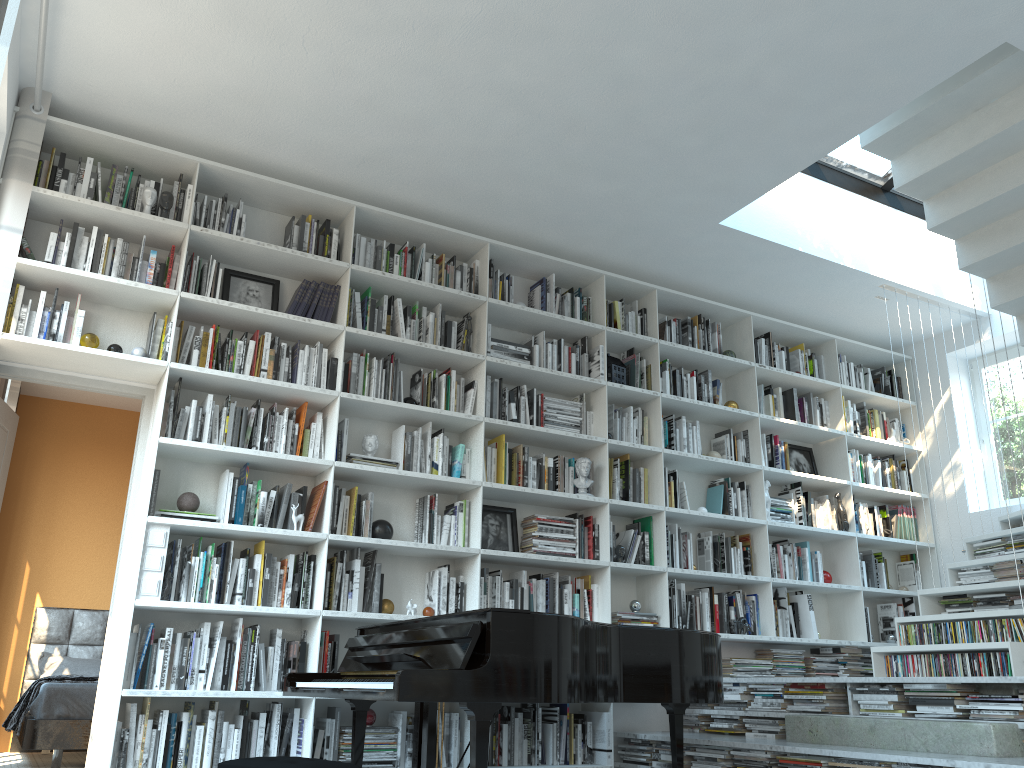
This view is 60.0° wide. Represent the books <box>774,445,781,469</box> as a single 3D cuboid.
[{"bbox_3d":[1.817,0.549,6.236,0.013,0.206,0.190,11,-21,-27],"label":"books"}]

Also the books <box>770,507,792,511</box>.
[{"bbox_3d":[1.776,0.875,6.130,0.285,0.012,0.160,12,-22,-30],"label":"books"}]

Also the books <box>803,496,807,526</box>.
[{"bbox_3d":[1.990,0.921,6.226,0.030,0.235,0.179,11,-21,-27],"label":"books"}]

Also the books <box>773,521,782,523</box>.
[{"bbox_3d":[1.772,0.966,6.096,0.254,0.012,0.161,13,-22,-31],"label":"books"}]

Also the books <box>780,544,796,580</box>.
[{"bbox_3d":[1.838,1.225,6.021,0.028,0.254,0.192,11,-21,-27],"label":"books"}]

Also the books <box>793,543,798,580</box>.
[{"bbox_3d":[1.865,1.229,6.040,0.012,0.261,0.187,11,-21,-27],"label":"books"}]

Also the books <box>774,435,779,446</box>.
[{"bbox_3d":[1.824,0.518,6.264,0.014,0.284,0.176,11,-21,-27],"label":"books"}]

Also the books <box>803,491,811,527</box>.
[{"bbox_3d":[2.039,0.911,6.263,0.059,0.281,0.167,11,-21,-27],"label":"books"}]

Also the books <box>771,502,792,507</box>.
[{"bbox_3d":[1.775,0.842,6.143,0.285,0.012,0.160,10,-21,-25],"label":"books"}]

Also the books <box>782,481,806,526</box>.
[{"bbox_3d":[1.977,0.867,6.226,0.010,0.338,0.180,11,-21,-27],"label":"books"}]

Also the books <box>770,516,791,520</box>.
[{"bbox_3d":[1.771,0.932,6.111,0.254,0.012,0.161,10,-21,-25],"label":"books"}]

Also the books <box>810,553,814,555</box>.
[{"bbox_3d":[2.038,1.294,6.153,0.037,0.218,0.140,11,-21,-27],"label":"books"}]

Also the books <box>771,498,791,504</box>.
[{"bbox_3d":[1.776,0.819,6.151,0.285,0.012,0.160,12,-22,-29],"label":"books"}]

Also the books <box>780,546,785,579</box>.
[{"bbox_3d":[1.768,1.228,6.009,0.026,0.238,0.177,11,-21,-27],"label":"books"}]

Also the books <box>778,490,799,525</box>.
[{"bbox_3d":[1.944,0.897,6.230,0.012,0.284,0.160,11,-21,-27],"label":"books"}]

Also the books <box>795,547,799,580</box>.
[{"bbox_3d":[1.889,1.250,6.076,0.026,0.245,0.166,11,-21,-27],"label":"books"}]

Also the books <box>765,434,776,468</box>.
[{"bbox_3d":[1.783,0.509,6.245,0.012,0.286,0.177,11,-21,-27],"label":"books"}]

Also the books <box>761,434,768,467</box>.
[{"bbox_3d":[1.728,0.505,6.231,0.012,0.284,0.160,11,-21,-27],"label":"books"}]

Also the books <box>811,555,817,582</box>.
[{"bbox_3d":[2.016,1.292,6.122,0.030,0.200,0.190,11,-21,-27],"label":"books"}]

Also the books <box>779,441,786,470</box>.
[{"bbox_3d":[1.866,0.542,6.285,0.021,0.252,0.167,11,-21,-27],"label":"books"}]

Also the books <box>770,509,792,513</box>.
[{"bbox_3d":[1.778,0.885,6.123,0.254,0.012,0.161,9,-21,-22],"label":"books"}]

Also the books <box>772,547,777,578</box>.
[{"bbox_3d":[1.719,1.223,5.970,0.011,0.222,0.163,11,-21,-27],"label":"books"}]

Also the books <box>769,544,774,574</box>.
[{"bbox_3d":[1.698,1.212,5.976,0.024,0.246,0.143,11,-21,-27],"label":"books"}]

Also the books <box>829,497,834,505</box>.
[{"bbox_3d":[2.295,0.970,6.422,0.029,0.282,0.139,11,-21,-27],"label":"books"}]

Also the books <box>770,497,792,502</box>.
[{"bbox_3d":[1.776,0.807,6.155,0.285,0.012,0.160,10,-21,-25],"label":"books"}]

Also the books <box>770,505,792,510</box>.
[{"bbox_3d":[1.775,0.864,6.136,0.285,0.012,0.160,10,-21,-25],"label":"books"}]

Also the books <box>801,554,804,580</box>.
[{"bbox_3d":[1.938,1.258,6.109,0.012,0.253,0.161,11,-21,-27],"label":"books"}]

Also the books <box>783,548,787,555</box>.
[{"bbox_3d":[1.809,1.240,6.027,0.012,0.228,0.179,11,-21,-27],"label":"books"}]

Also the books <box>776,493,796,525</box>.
[{"bbox_3d":[1.911,0.901,6.197,0.012,0.253,0.161,11,-21,-27],"label":"books"}]

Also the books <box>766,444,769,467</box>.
[{"bbox_3d":[1.747,0.520,6.249,0.043,0.268,0.131,11,-21,-27],"label":"books"}]

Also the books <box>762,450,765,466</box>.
[{"bbox_3d":[1.694,0.494,6.207,0.065,0.288,0.146,11,-21,-27],"label":"books"}]

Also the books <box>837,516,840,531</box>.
[{"bbox_3d":[2.283,1.007,6.369,0.027,0.178,0.166,11,-21,-27],"label":"books"}]

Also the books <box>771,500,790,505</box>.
[{"bbox_3d":[1.776,0.830,6.147,0.254,0.012,0.161,10,-21,-25],"label":"books"}]

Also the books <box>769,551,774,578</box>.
[{"bbox_3d":[1.672,1.204,5.950,0.047,0.243,0.177,11,-21,-27],"label":"books"}]

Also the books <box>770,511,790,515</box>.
[{"bbox_3d":[1.770,0.899,6.127,0.254,0.012,0.161,11,-21,-27],"label":"books"}]

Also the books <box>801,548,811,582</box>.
[{"bbox_3d":[1.965,1.259,6.095,0.023,0.243,0.190,11,-21,-27],"label":"books"}]

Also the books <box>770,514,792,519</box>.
[{"bbox_3d":[1.772,0.921,6.116,0.285,0.012,0.160,12,-22,-29],"label":"books"}]

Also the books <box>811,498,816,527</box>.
[{"bbox_3d":[2.084,0.941,6.287,0.031,0.241,0.147,11,-21,-27],"label":"books"}]

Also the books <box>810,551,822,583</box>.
[{"bbox_3d":[2.069,1.289,6.163,0.025,0.234,0.181,11,-21,-27],"label":"books"}]

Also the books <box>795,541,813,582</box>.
[{"bbox_3d":[1.985,1.242,6.116,0.026,0.289,0.181,11,-21,-27],"label":"books"}]

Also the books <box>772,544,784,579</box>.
[{"bbox_3d":[1.745,1.215,5.981,0.045,0.245,0.186,11,-21,-27],"label":"books"}]

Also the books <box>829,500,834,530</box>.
[{"bbox_3d":[2.214,0.964,6.341,0.041,0.238,0.177,11,-21,-27],"label":"books"}]

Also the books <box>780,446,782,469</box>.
[{"bbox_3d":[1.842,0.557,6.266,0.033,0.212,0.153,11,-21,-27],"label":"books"}]

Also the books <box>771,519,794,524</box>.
[{"bbox_3d":[1.774,0.953,6.098,0.285,0.012,0.160,9,-21,-22],"label":"books"}]

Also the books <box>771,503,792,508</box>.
[{"bbox_3d":[1.779,0.851,6.134,0.285,0.012,0.160,13,-23,-32],"label":"books"}]

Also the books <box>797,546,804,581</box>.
[{"bbox_3d":[1.917,1.247,6.069,0.014,0.248,0.177,11,-21,-27],"label":"books"}]

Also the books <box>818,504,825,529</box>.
[{"bbox_3d":[2.156,0.973,6.330,0.025,0.212,0.156,11,-21,-27],"label":"books"}]

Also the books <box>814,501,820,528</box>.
[{"bbox_3d":[2.129,0.960,6.327,0.028,0.234,0.129,11,-21,-27],"label":"books"}]

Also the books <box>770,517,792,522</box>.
[{"bbox_3d":[1.773,0.943,6.104,0.254,0.012,0.161,10,-21,-23],"label":"books"}]

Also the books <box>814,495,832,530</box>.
[{"bbox_3d":[2.188,0.943,6.330,0.021,0.270,0.192,11,-21,-27],"label":"books"}]

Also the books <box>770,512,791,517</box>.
[{"bbox_3d":[1.775,0.908,6.114,0.254,0.012,0.161,13,-23,-32],"label":"books"}]

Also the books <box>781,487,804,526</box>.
[{"bbox_3d":[1.967,0.884,6.216,0.011,0.299,0.184,11,-21,-27],"label":"books"}]

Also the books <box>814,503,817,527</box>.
[{"bbox_3d":[2.103,0.948,6.317,0.031,0.249,0.133,11,-21,-27],"label":"books"}]

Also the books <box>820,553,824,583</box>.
[{"bbox_3d":[2.091,1.299,6.174,0.027,0.222,0.170,11,-21,-27],"label":"books"}]

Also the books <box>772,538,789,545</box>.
[{"bbox_3d":[1.846,1.214,6.055,0.013,0.298,0.148,11,-21,-27],"label":"books"}]

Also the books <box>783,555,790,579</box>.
[{"bbox_3d":[1.796,1.257,6.002,0.028,0.181,0.186,11,-21,-27],"label":"books"}]

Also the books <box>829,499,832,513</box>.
[{"bbox_3d":[2.235,0.966,6.370,0.024,0.254,0.145,11,-21,-27],"label":"books"}]

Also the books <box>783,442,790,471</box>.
[{"bbox_3d":[1.892,0.548,6.286,0.026,0.243,0.178,11,-21,-27],"label":"books"}]
